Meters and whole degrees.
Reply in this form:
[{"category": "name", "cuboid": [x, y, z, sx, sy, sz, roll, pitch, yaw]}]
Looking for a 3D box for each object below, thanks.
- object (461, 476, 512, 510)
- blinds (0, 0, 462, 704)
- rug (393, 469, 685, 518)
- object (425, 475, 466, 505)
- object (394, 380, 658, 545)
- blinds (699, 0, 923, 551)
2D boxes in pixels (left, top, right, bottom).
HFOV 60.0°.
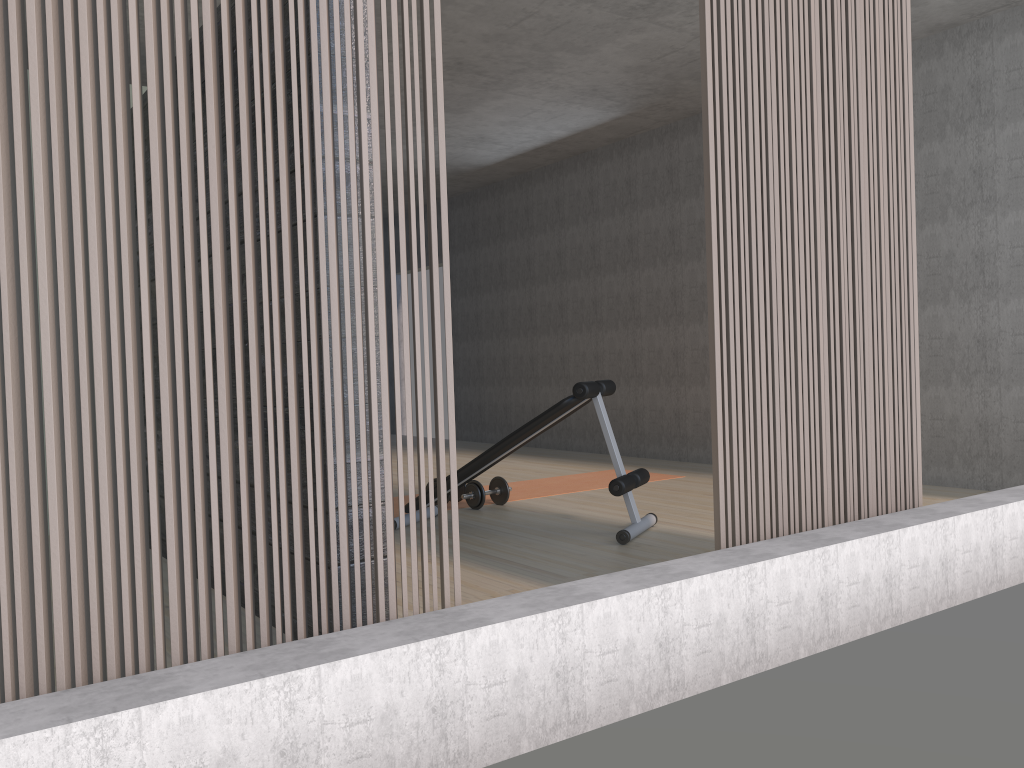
[{"category": "object", "cuboid": [-0.147, 0.647, 5.273, 0.385, 0.176, 0.176, -3, 2, -43]}, {"category": "blinds", "cuboid": [-0.616, -0.554, 1.865, 1.133, 2.744, 0.069, -3, 1, -35]}, {"category": "rug", "cuboid": [-0.106, 0.718, 5.835, 2.779, 0.002, 0.716, -3, 1, -35]}, {"category": "object", "cuboid": [-0.398, 0.644, 5.365, 0.176, 0.176, 0.385, -1, 1, 27]}, {"category": "object", "cuboid": [0.026, 0.366, 4.520, 1.312, 0.746, 0.505, -1, 1, 24]}, {"category": "blinds", "cuboid": [1.051, -0.635, 3.028, 1.133, 2.744, 0.069, -3, 1, -35]}]
